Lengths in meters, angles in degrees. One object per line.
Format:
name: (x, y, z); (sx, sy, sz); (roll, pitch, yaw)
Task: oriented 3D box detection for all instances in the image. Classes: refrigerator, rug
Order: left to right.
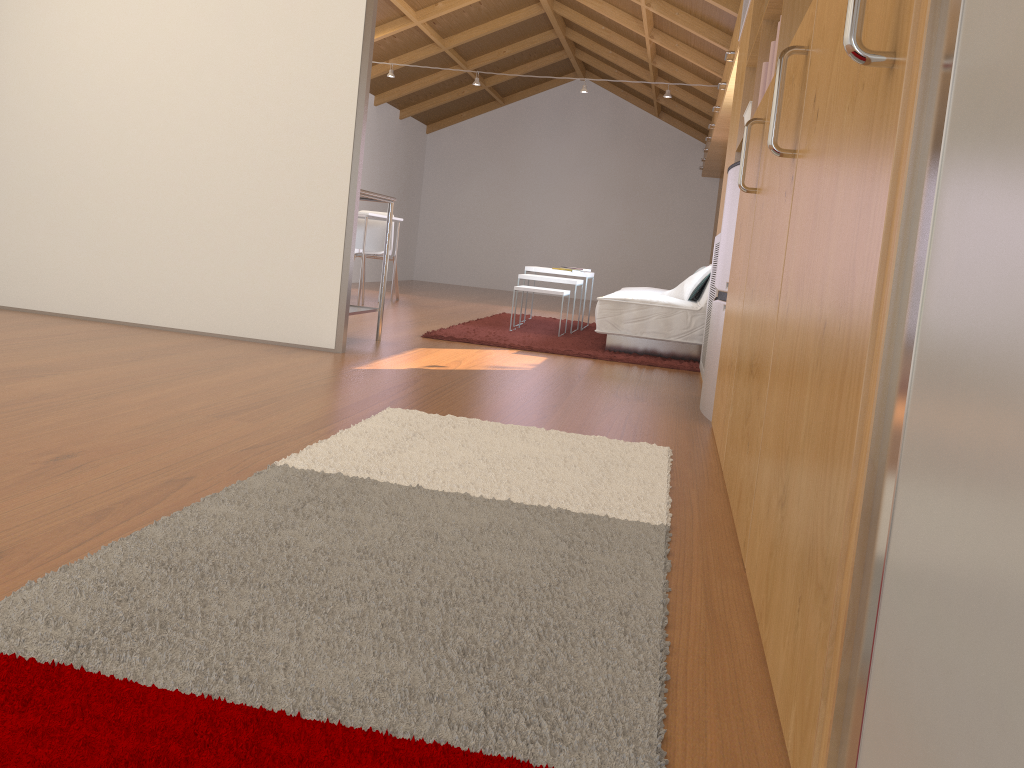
rug: (-0.295, 0.387, 1.008); (0.918, 0.011, 3.745); (7, 9, 9)
rug: (0.623, -0.314, 6.270); (1.888, 0.020, 2.496); (7, 9, 10)
refrigerator: (0.950, -0.370, 3.587); (0.262, 0.981, 0.717); (7, 6, 10)

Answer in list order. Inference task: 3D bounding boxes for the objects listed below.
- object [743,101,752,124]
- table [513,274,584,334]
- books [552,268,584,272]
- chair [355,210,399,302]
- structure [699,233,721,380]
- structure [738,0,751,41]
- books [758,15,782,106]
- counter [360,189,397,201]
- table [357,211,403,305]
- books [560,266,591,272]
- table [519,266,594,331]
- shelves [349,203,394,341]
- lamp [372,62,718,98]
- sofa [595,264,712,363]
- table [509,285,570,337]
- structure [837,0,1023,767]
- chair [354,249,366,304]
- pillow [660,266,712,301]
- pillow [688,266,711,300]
object: (1.037, -1.037, 3.547); (0.203, 0.122, 0.352); (7, 8, 10)
table: (0.275, -0.598, 6.528); (0.425, 0.381, 0.461); (7, 7, 10)
books: (0.431, -0.874, 6.800); (0.194, 0.016, 0.152); (13, 11, 39)
chair: (-1.303, -1.157, 7.891); (0.532, 0.781, 0.550); (7, 6, 10)
structure: (1.003, -0.394, 4.446); (0.013, 0.716, 0.824); (7, 7, 10)
structure: (1.172, -1.954, 4.357); (0.013, 0.298, 0.908); (7, 8, 10)
books: (0.712, -1.047, 1.585); (0.189, 0.653, 3.128); (7, 8, 10)
counter: (-1.713, -1.093, 4.658); (2.112, 0.021, 0.654); (8, 9, 10)
table: (-1.677, -1.126, 7.564); (1.211, 0.738, 0.904); (7, 7, 10)
books: (0.496, -0.892, 6.857); (0.194, 0.016, 0.153); (11, 10, 29)
table: (0.362, -0.684, 6.979); (0.486, 0.435, 0.527); (7, 7, 10)
shelves: (-1.754, -0.704, 4.686); (2.095, 0.748, 0.636); (7, 6, 10)
lamp: (-0.108, -2.720, 7.850); (3.834, 0.152, 0.073); (8, 5, 10)
sofa: (1.120, -0.577, 6.275); (0.864, 0.624, 2.369); (7, 8, 10)
table: (0.198, -0.509, 6.137); (0.342, 0.307, 0.371); (7, 7, 10)
structure: (0.424, -0.014, 0.473); (0.316, 1.072, 0.729); (7, 6, 10)
chair: (-1.468, -1.040, 6.999); (0.532, 0.781, 0.550); (7, 6, 10)
pillow: (1.175, -0.682, 5.906); (0.267, 0.250, 0.349); (3, 8, -26)
pillow: (1.364, -0.751, 6.506); (0.171, 0.250, 1.048); (7, 8, 9)
